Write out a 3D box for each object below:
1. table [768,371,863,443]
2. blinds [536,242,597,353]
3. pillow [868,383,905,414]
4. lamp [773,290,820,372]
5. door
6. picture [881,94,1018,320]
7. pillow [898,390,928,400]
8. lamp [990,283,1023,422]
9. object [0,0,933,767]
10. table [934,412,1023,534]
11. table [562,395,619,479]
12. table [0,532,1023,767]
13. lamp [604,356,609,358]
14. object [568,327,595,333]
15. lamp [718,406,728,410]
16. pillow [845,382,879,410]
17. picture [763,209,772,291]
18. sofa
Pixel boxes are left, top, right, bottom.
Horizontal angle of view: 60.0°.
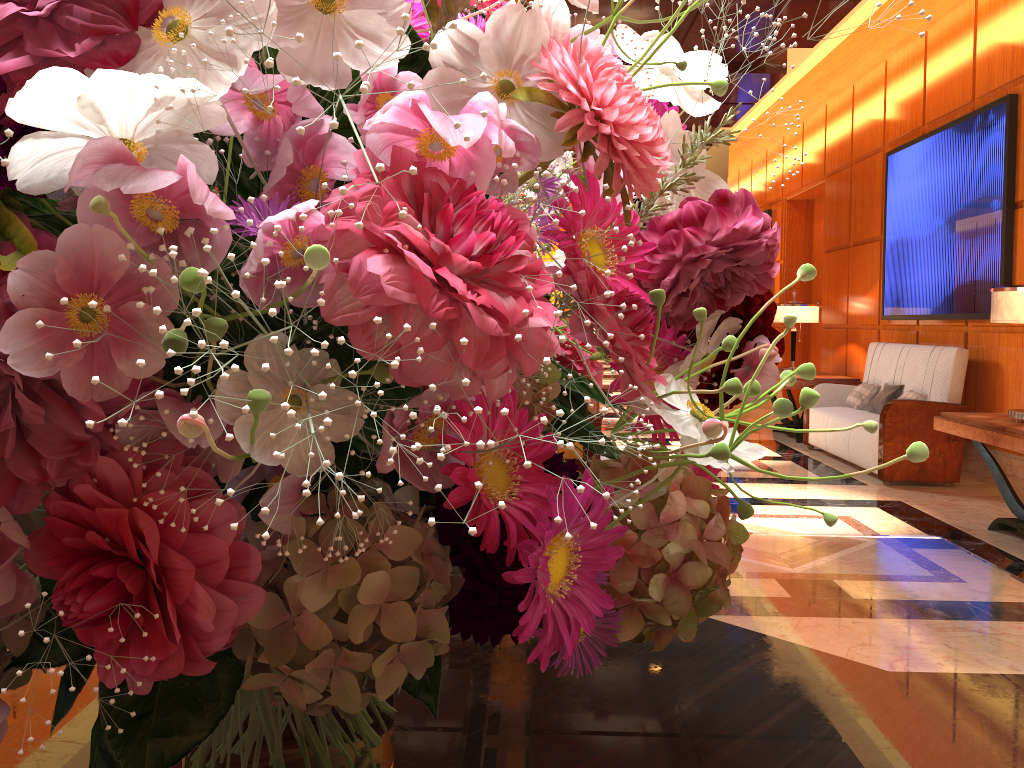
[{"bbox_3d":[2.773,0.209,8.499,0.725,0.606,1.272,1,4,2],"label":"table"},{"bbox_3d":[0.746,-2.891,27.429,3.853,4.059,0.149,1,2,1],"label":"blinds"},{"bbox_3d":[2.874,0.119,6.801,0.160,0.252,0.358,1,3,-2],"label":"pillow"},{"bbox_3d":[2.717,-0.511,8.546,0.459,0.793,0.459,-1,3,-37],"label":"lamp"},{"bbox_3d":[3.564,-0.931,10.331,0.340,2.648,1.540,1,2,1],"label":"door"},{"bbox_3d":[3.242,-1.214,6.724,0.056,1.450,2.000,1,3,1],"label":"picture"},{"bbox_3d":[2.829,0.164,6.355,0.202,0.229,0.274,1,3,4],"label":"pillow"},{"bbox_3d":[2.623,-0.212,4.395,0.458,0.809,0.459,1,2,10],"label":"lamp"},{"bbox_3d":[-0.148,-0.053,0.601,0.650,0.657,0.681,0,3,-8],"label":"object"},{"bbox_3d":[2.678,0.505,4.280,0.725,0.606,1.272,1,4,2],"label":"table"},{"bbox_3d":[0.387,0.384,6.321,0.722,0.495,1.563,1,4,4],"label":"table"},{"bbox_3d":[-0.157,0.649,0.604,1.600,0.744,1.603,1,4,1],"label":"table"},{"bbox_3d":[2.890,-1.604,26.786,0.811,1.659,0.811,3,3,41],"label":"lamp"},{"bbox_3d":[0.454,-0.178,6.421,0.788,0.616,0.418,0,3,-21],"label":"object"},{"bbox_3d":[2.453,-0.519,11.276,0.526,1.659,0.360,1,2,-9],"label":"lamp"},{"bbox_3d":[2.856,0.097,7.236,0.195,0.226,0.345,1,3,6],"label":"pillow"},{"bbox_3d":[3.374,-1.624,12.581,0.056,1.450,2.000,1,3,1],"label":"picture"},{"bbox_3d":[2.804,0.157,6.784,0.612,0.931,1.802,1,4,2],"label":"sofa"}]
